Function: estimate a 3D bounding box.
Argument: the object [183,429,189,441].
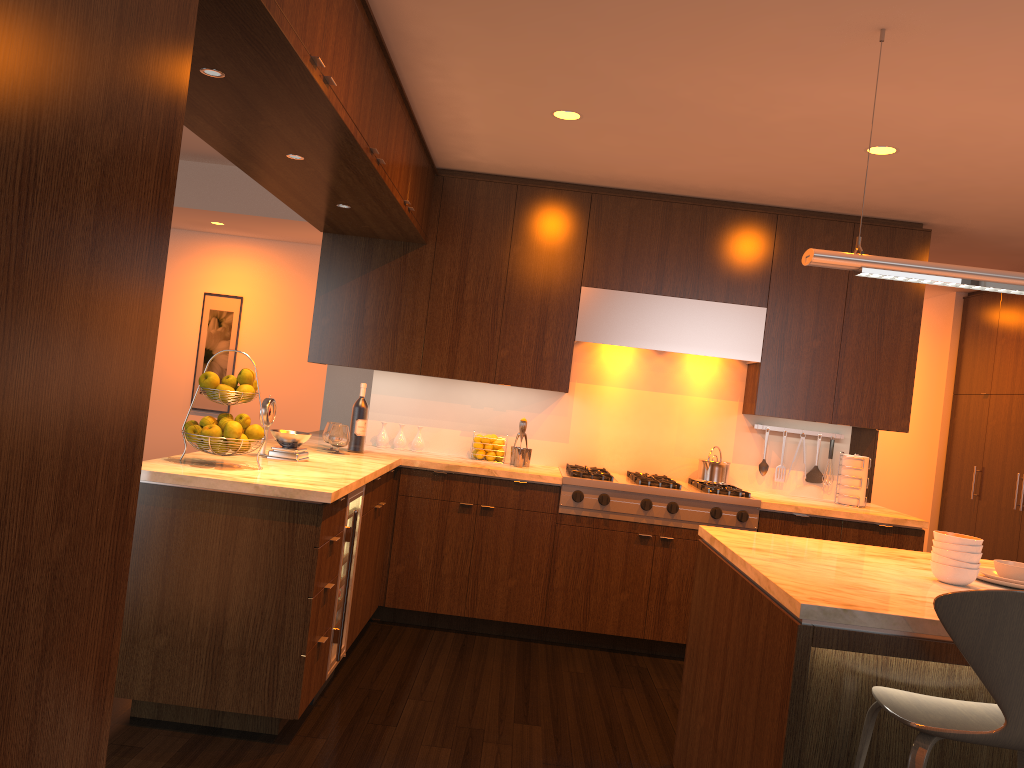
[{"bbox_3d":[-1.262,0.198,3.487,0.057,0.055,0.057,7,-1,-28],"label":"object"}]

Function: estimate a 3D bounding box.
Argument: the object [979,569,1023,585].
[{"bbox_3d":[1.620,0.630,2.850,0.217,0.025,0.216,7,-1,18],"label":"object"}]

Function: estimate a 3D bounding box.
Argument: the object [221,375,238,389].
[{"bbox_3d":[-1.124,-0.006,3.532,0.062,0.063,0.061,6,-1,26],"label":"object"}]

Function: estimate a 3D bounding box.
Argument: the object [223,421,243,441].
[{"bbox_3d":[-1.071,0.181,3.406,0.068,0.077,0.079,7,-1,-23],"label":"object"}]

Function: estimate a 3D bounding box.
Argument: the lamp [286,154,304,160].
[{"bbox_3d":[-0.828,-0.869,3.390,0.068,0.004,0.068,7,-1,-18],"label":"lamp"}]

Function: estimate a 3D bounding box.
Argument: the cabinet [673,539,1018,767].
[{"bbox_3d":[1.999,1.168,2.745,2.713,0.876,1.281,7,-1,1],"label":"cabinet"}]

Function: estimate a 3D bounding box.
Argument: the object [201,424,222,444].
[{"bbox_3d":[-1.152,0.192,3.401,0.077,0.077,0.077,7,-1,13],"label":"object"}]

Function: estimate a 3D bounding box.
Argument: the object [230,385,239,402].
[{"bbox_3d":[-1.121,0.038,3.571,0.071,0.072,0.071,6,-1,32],"label":"object"}]

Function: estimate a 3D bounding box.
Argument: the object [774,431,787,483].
[{"bbox_3d":[1.637,0.439,5.367,0.066,0.314,0.004,7,-1,1],"label":"object"}]

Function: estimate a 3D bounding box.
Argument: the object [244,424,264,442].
[{"bbox_3d":[-1.020,0.195,3.509,0.078,0.074,0.077,7,-1,16],"label":"object"}]

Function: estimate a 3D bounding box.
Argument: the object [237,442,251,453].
[{"bbox_3d":[-1.081,0.240,3.539,0.078,0.075,0.078,7,-1,-21],"label":"object"}]

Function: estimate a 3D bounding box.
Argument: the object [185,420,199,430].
[{"bbox_3d":[-1.275,0.173,3.536,0.054,0.058,0.057,7,-1,22],"label":"object"}]

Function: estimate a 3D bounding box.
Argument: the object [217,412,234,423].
[{"bbox_3d":[-1.137,0.141,3.520,0.061,0.059,0.063,6,-1,35],"label":"object"}]

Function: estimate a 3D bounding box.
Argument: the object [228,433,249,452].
[{"bbox_3d":[-1.068,0.229,3.459,0.078,0.076,0.078,7,-1,-12],"label":"object"}]

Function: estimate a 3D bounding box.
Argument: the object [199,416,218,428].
[{"bbox_3d":[-1.183,0.159,3.460,0.069,0.071,0.067,6,-1,37],"label":"object"}]

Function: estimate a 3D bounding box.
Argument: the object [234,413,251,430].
[{"bbox_3d":[-1.062,0.148,3.498,0.062,0.063,0.060,7,-1,9],"label":"object"}]

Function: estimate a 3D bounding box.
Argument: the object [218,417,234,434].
[{"bbox_3d":[-1.108,0.167,3.464,0.077,0.075,0.077,7,-1,-25],"label":"object"}]

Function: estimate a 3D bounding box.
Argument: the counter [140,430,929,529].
[{"bbox_3d":[0.421,0.538,4.675,3.616,0.038,3.187,7,-1,1],"label":"counter"}]

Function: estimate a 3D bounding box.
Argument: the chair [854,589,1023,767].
[{"bbox_3d":[1.117,0.972,2.134,0.520,1.047,0.506,7,-1,6],"label":"chair"}]

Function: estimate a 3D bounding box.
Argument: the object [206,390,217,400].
[{"bbox_3d":[-1.179,0.030,3.524,0.070,0.068,0.062,7,-1,-39],"label":"object"}]

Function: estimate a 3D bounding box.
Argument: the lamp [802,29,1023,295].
[{"bbox_3d":[2.181,-0.594,2.728,2.465,0.765,0.120,7,-1,1],"label":"lamp"}]

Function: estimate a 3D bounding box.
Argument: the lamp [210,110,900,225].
[{"bbox_3d":[-5.016,-1.890,5.573,16.431,0.171,5.868,7,-1,1],"label":"lamp"}]

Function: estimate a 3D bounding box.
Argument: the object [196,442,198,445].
[{"bbox_3d":[-1.232,0.215,3.540,0.072,0.071,0.072,6,-1,38],"label":"object"}]

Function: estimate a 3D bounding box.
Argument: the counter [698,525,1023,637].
[{"bbox_3d":[2.052,0.714,2.750,2.711,0.038,1.280,7,-1,1],"label":"counter"}]

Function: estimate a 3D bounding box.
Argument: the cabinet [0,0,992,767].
[{"bbox_3d":[1.428,0.039,3.484,5.521,2.997,7.728,7,-1,1],"label":"cabinet"}]

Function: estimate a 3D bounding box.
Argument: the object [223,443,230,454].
[{"bbox_3d":[-1.153,0.248,3.528,0.062,0.062,0.062,7,-1,-45],"label":"object"}]

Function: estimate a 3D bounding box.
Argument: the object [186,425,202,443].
[{"bbox_3d":[-1.227,0.193,3.434,0.068,0.069,0.065,7,-1,-22],"label":"object"}]

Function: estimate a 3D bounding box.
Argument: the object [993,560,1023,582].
[{"bbox_3d":[1.622,0.609,2.850,0.139,0.059,0.138,6,-1,27],"label":"object"}]

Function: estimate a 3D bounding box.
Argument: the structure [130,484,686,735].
[{"bbox_3d":[0.374,1.001,4.735,3.400,0.862,3.060,7,-1,1],"label":"structure"}]

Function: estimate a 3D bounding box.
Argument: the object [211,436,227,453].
[{"bbox_3d":[-1.141,0.237,3.459,0.063,0.069,0.070,7,-1,-36],"label":"object"}]

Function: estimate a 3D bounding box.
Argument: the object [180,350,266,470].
[{"bbox_3d":[-1.130,0.093,3.520,0.324,0.461,0.324,7,-1,-40],"label":"object"}]

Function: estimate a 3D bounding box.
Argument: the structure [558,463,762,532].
[{"bbox_3d":[0.811,0.556,5.134,1.067,0.422,0.824,7,-1,1],"label":"structure"}]

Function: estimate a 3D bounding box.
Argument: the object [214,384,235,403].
[{"bbox_3d":[-1.126,0.037,3.476,0.078,0.072,0.077,7,-1,-33],"label":"object"}]

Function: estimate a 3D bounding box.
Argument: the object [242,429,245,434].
[{"bbox_3d":[-1.107,0.181,3.564,0.070,0.072,0.071,7,-1,-35],"label":"object"}]

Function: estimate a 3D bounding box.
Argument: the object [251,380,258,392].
[{"bbox_3d":[-1.064,0.009,3.589,0.070,0.074,0.071,7,-1,22],"label":"object"}]

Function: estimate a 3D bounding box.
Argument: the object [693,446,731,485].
[{"bbox_3d":[1.202,0.476,5.267,0.221,0.218,0.221,7,-1,-14],"label":"object"}]

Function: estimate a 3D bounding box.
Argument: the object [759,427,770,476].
[{"bbox_3d":[1.533,0.410,5.366,0.061,0.296,0.020,7,-1,0],"label":"object"}]

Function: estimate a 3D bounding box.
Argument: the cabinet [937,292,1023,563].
[{"bbox_3d":[3.835,0.571,5.335,0.690,2.540,3.924,7,-1,1],"label":"cabinet"}]

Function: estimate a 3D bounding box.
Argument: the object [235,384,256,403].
[{"bbox_3d":[-1.060,0.037,3.523,0.077,0.077,0.078,7,-1,18],"label":"object"}]

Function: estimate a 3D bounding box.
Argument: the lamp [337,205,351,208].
[{"bbox_3d":[-0.812,-0.859,4.281,0.068,0.004,0.068,7,-1,-18],"label":"lamp"}]

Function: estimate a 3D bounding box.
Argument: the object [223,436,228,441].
[{"bbox_3d":[-1.185,0.226,3.598,0.071,0.066,0.072,7,-1,-20],"label":"object"}]

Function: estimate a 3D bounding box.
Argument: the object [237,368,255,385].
[{"bbox_3d":[-1.060,-0.027,3.538,0.068,0.072,0.071,7,-1,-43],"label":"object"}]

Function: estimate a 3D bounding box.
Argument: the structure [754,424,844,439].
[{"bbox_3d":[1.739,0.288,5.372,0.541,0.031,0.048,7,-1,5],"label":"structure"}]

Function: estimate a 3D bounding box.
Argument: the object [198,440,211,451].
[{"bbox_3d":[-1.203,0.235,3.478,0.056,0.053,0.057,7,-1,-39],"label":"object"}]
